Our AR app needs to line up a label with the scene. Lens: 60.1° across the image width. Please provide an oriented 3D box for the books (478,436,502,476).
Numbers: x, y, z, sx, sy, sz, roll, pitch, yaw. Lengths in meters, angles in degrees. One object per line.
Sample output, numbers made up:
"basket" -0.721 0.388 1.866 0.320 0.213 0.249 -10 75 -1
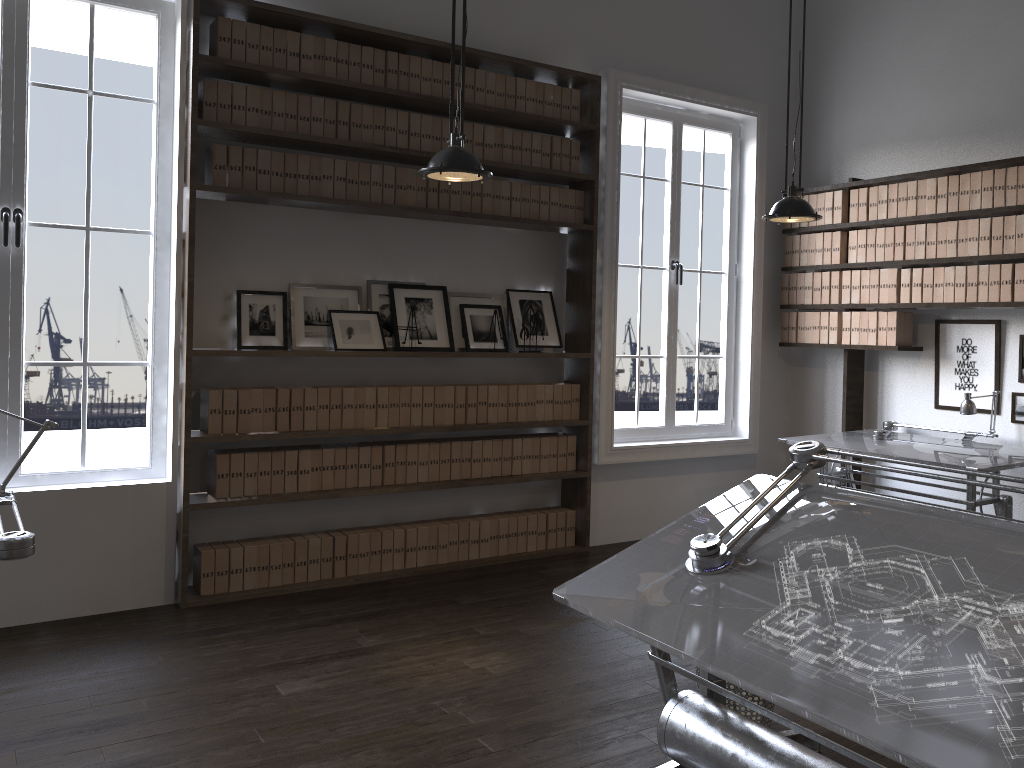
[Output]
"books" -0.136 0.438 5.389 0.066 0.225 0.174 1 2 -32

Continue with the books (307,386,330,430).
"books" -1.054 0.129 4.803 0.066 0.225 0.174 1 2 -32

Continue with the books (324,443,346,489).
"books" -0.976 0.450 4.860 0.066 0.225 0.175 1 2 -32

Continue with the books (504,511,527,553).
"books" 0.018 0.917 5.497 0.066 0.225 0.174 1 2 -32

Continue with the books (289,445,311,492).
"books" -1.141 0.453 4.753 0.066 0.225 0.175 1 2 -32

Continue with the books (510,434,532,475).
"books" 0.046 0.436 5.499 0.066 0.225 0.175 1 2 -32

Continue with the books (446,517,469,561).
"books" -0.330 0.922 5.277 0.066 0.225 0.175 1 2 -32

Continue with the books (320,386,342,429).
"books" -0.993 0.129 4.841 0.066 0.225 0.175 1 2 -32

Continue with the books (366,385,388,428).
"books" -0.763 0.126 4.980 0.067 0.225 0.175 1 2 -32

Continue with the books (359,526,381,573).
"books" -0.801 0.930 4.974 0.067 0.225 0.175 1 2 -32

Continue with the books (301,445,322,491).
"books" -1.088 0.452 4.788 0.066 0.225 0.175 1 2 -32

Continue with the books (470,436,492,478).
"books" -0.193 0.439 5.349 0.066 0.225 0.174 1 2 -32

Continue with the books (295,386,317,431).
"books" -1.111 0.131 4.762 0.066 0.225 0.174 1 2 -32

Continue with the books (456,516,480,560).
"books" -0.268 0.922 5.311 0.067 0.225 0.175 1 2 -32

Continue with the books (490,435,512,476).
"books" -0.076 0.437 5.425 0.066 0.225 0.175 1 2 -32

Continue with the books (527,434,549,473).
"books" 0.157 0.435 5.565 0.067 0.225 0.175 1 2 -32

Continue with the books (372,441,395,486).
"books" -0.729 0.447 5.009 0.067 0.225 0.175 1 2 -32

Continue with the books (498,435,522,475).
"books" -0.015 0.437 5.459 0.067 0.225 0.175 1 2 -32

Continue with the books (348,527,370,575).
"books" -0.857 0.930 4.944 0.066 0.225 0.175 1 2 -32

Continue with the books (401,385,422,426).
"books" -0.586 0.123 5.094 0.066 0.225 0.174 1 2 -32

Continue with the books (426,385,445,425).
"books" -0.462 0.122 5.168 0.067 0.225 0.175 1 2 -32

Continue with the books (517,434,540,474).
"books" 0.098 0.435 5.534 0.066 0.225 0.175 1 2 -32

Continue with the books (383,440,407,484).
"books" -0.669 0.446 5.053 0.066 0.225 0.175 1 2 -32

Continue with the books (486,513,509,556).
"books" -0.096 0.920 5.418 0.067 0.225 0.175 1 2 -32

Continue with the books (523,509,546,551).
"books" 0.138 0.916 5.573 0.066 0.225 0.175 1 2 -32

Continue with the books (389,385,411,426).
"books" -0.647 0.124 5.060 0.066 0.225 0.174 1 2 -32

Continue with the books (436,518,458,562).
"books" -0.390 0.923 5.242 0.066 0.225 0.174 1 2 -32

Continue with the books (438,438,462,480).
"books" -0.370 0.442 5.239 0.066 0.225 0.175 1 2 -32

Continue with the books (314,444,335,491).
"books" -1.029 0.451 4.819 0.067 0.225 0.175 1 2 -32

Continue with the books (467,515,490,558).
"books" -0.208 0.921 5.351 0.066 0.225 0.175 1 2 -32

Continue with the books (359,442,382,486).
"books" -0.796 0.448 4.974 0.066 0.225 0.175 1 2 -32

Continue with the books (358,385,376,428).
"books" -0.825 0.126 4.943 0.066 0.225 0.175 1 2 -32

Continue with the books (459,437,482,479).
"books" -0.253 0.440 5.307 0.066 0.225 0.175 1 2 -32

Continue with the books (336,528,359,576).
"books" -0.914 0.931 4.911 0.066 0.225 0.175 1 2 -32

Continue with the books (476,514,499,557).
"books" -0.155 0.920 5.386 0.066 0.225 0.175 1 2 -32

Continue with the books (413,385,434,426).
"books" -0.523 0.122 5.129 0.066 0.225 0.175 1 2 -32

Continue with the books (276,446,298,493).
"books" -1.201 0.454 4.713 0.067 0.225 0.175 1 2 -32

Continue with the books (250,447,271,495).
"books" -1.323 0.455 4.643 0.066 0.225 0.174 1 2 -32

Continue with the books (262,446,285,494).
"books" -1.263 0.454 4.678 0.066 0.225 0.175 1 2 -32

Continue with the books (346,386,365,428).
"books" -0.879 0.127 4.911 0.066 0.225 0.175 1 2 -32

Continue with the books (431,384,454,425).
"books" -0.411 0.120 5.205 0.066 0.225 0.175 1 2 -32

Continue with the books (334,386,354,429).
"books" -0.933 0.128 4.872 0.067 0.225 0.175 1 2 -32

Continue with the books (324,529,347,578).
"books" -0.974 0.932 4.867 0.067 0.225 0.175 1 2 -32

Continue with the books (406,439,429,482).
"books" -0.551 0.444 5.124 0.066 0.225 0.174 1 2 -32

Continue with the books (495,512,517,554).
"books" -0.042 0.918 5.459 0.066 0.225 0.175 1 2 -32

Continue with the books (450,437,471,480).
"books" -0.314 0.441 5.269 0.067 0.225 0.175 1 2 -32

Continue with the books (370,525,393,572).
"books" -0.740 0.929 5.013 0.066 0.225 0.175 1 2 -32

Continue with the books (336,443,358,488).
"books" -0.916 0.449 4.898 0.066 0.225 0.174 1 2 -32

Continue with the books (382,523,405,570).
"books" -0.681 0.928 5.054 0.066 0.225 0.174 1 2 -32

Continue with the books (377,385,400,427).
"books" -0.705 0.125 5.021 0.066 0.225 0.175 1 2 -32

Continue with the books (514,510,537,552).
"books" 0.080 0.917 5.531 0.066 0.225 0.174 1 2 -32
